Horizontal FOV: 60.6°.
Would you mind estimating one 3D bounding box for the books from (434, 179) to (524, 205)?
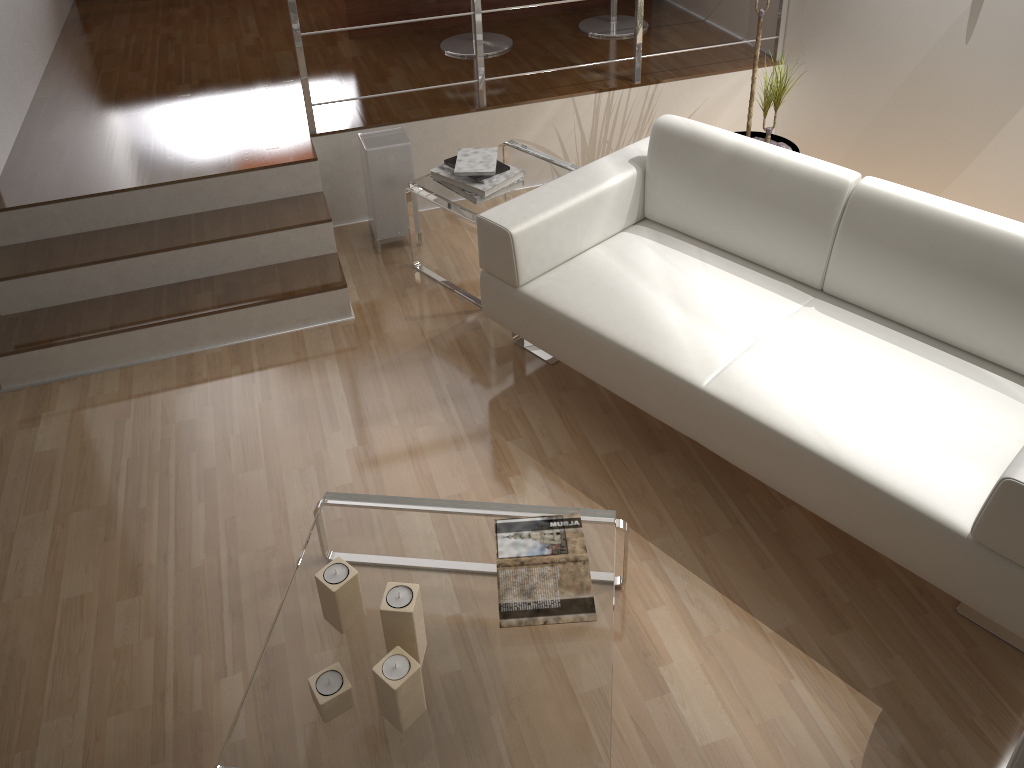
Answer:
[{"bbox_3d":[-0.132,-0.783,3.354,0.234,0.025,0.300,-26,43,-29],"label":"books"}]

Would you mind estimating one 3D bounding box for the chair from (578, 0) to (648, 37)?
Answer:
[{"bbox_3d":[0.554,-2.311,4.652,0.392,0.787,0.452,-15,36,-17],"label":"chair"}]

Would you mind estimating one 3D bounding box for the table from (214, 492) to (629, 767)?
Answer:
[{"bbox_3d":[-0.146,0.610,1.931,0.795,0.232,0.753,2,37,7],"label":"table"}]

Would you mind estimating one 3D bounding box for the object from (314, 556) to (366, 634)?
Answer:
[{"bbox_3d":[-0.364,0.443,1.856,0.069,0.140,0.070,25,42,35],"label":"object"}]

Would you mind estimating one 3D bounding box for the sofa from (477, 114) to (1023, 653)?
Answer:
[{"bbox_3d":[0.818,-0.186,2.566,0.938,0.688,1.852,-29,44,-32],"label":"sofa"}]

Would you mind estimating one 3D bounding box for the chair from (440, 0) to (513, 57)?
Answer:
[{"bbox_3d":[-0.201,-2.130,4.451,0.390,0.787,0.455,-9,34,-10],"label":"chair"}]

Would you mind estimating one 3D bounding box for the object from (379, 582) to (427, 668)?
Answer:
[{"bbox_3d":[-0.217,0.483,1.759,0.067,0.182,0.072,2,34,7],"label":"object"}]

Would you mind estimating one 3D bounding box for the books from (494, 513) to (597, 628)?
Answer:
[{"bbox_3d":[0.068,0.409,1.950,0.203,0.052,0.314,-3,37,-1],"label":"books"}]

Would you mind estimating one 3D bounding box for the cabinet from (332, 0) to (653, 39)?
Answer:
[{"bbox_3d":[-0.135,-2.601,5.156,1.862,0.698,0.676,-13,36,-14],"label":"cabinet"}]

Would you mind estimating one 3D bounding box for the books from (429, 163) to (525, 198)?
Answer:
[{"bbox_3d":[-0.133,-0.804,3.341,0.296,0.025,0.237,27,45,33],"label":"books"}]

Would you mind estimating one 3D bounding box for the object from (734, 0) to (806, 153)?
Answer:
[{"bbox_3d":[0.985,-1.320,3.515,0.502,1.368,0.473,-5,33,-3],"label":"object"}]

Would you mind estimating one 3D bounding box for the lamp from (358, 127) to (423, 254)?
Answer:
[{"bbox_3d":[-0.512,-0.816,3.691,0.194,0.446,0.212,-12,35,-14],"label":"lamp"}]

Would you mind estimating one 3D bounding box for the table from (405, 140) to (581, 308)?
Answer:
[{"bbox_3d":[-0.058,-0.661,3.519,0.570,0.372,0.482,-30,44,-33],"label":"table"}]

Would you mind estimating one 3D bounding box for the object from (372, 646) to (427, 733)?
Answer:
[{"bbox_3d":[-0.214,0.577,1.667,0.069,0.140,0.070,25,42,35],"label":"object"}]

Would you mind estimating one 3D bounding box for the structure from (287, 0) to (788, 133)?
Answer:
[{"bbox_3d":[0.195,-1.741,3.748,2.341,0.977,0.061,-13,34,-15],"label":"structure"}]

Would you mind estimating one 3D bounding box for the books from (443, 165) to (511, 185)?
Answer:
[{"bbox_3d":[-0.133,-0.820,3.330,0.223,0.013,0.158,27,46,33],"label":"books"}]

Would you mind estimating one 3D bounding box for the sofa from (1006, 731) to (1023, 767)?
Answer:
[{"bbox_3d":[0.548,1.212,0.701,1.848,0.688,0.940,-31,44,-33],"label":"sofa"}]

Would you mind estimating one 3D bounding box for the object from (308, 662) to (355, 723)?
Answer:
[{"bbox_3d":[-0.353,0.597,1.708,0.069,0.069,0.070,-22,39,-26],"label":"object"}]
